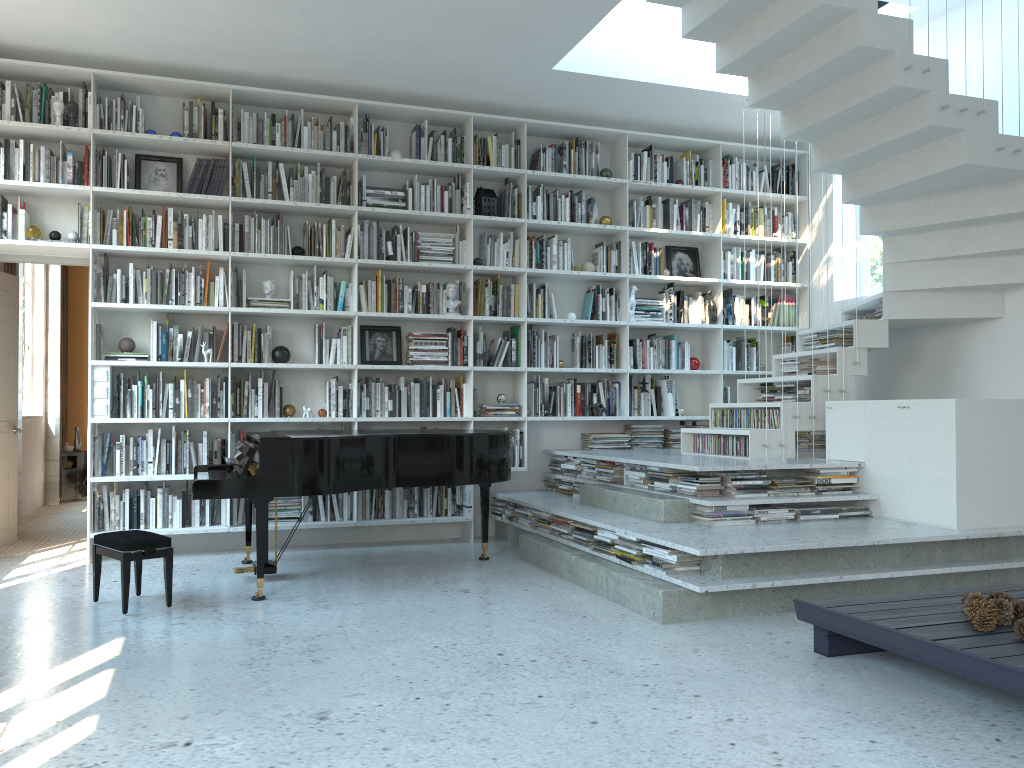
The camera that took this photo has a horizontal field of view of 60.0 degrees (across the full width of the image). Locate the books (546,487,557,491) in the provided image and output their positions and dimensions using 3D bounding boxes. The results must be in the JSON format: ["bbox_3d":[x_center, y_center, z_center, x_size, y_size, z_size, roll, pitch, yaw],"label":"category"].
[{"bbox_3d":[0.372,0.809,6.836,0.163,0.019,0.187,1,-2,-20],"label":"books"}]

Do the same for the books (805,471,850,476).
[{"bbox_3d":[1.843,0.521,5.193,0.192,0.024,0.167,0,-2,-14],"label":"books"}]

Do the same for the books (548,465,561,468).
[{"bbox_3d":[0.412,0.630,6.817,0.179,0.012,0.261,1,-2,-19],"label":"books"}]

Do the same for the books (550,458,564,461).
[{"bbox_3d":[0.415,0.578,6.819,0.167,0.008,0.234,1,-2,-20],"label":"books"}]

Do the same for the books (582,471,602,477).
[{"bbox_3d":[0.609,0.631,6.255,0.164,0.023,0.242,0,-2,-15],"label":"books"}]

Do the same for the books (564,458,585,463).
[{"bbox_3d":[0.514,0.563,6.545,0.163,0.018,0.290,1,-2,-20],"label":"books"}]

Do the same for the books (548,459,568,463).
[{"bbox_3d":[0.406,0.589,6.815,0.171,0.015,0.253,1,-2,-24],"label":"books"}]

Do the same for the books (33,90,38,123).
[{"bbox_3d":[-3.059,-1.742,5.711,0.030,0.257,0.130,0,-1,-19],"label":"books"}]

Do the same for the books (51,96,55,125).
[{"bbox_3d":[-2.956,-1.726,5.738,0.021,0.226,0.156,0,-1,-19],"label":"books"}]

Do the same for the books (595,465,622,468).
[{"bbox_3d":[0.700,0.555,5.983,0.187,0.009,0.261,1,-2,-20],"label":"books"}]

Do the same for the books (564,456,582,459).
[{"bbox_3d":[0.505,0.538,6.543,0.171,0.020,0.193,1,-2,-24],"label":"books"}]

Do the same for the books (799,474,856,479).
[{"bbox_3d":[1.845,0.539,5.186,0.261,0.012,0.179,0,-2,-15],"label":"books"}]

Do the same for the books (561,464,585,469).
[{"bbox_3d":[0.498,0.606,6.539,0.189,0.030,0.237,1,-2,-22],"label":"books"}]

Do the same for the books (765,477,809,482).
[{"bbox_3d":[1.562,0.546,5.090,0.203,0.011,0.173,1,-2,-24],"label":"books"}]

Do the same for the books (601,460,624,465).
[{"bbox_3d":[0.714,0.524,5.989,0.139,0.028,0.262,0,-2,-14],"label":"books"}]

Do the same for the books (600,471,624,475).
[{"bbox_3d":[0.711,0.598,5.986,0.159,0.018,0.203,1,-2,-21],"label":"books"}]

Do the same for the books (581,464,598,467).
[{"bbox_3d":[0.613,0.572,6.257,0.167,0.008,0.234,1,-2,-20],"label":"books"}]

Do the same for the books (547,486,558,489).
[{"bbox_3d":[0.372,0.798,6.836,0.144,0.005,0.257,0,-2,-14],"label":"books"}]

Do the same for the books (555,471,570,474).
[{"bbox_3d":[0.429,0.678,6.822,0.134,0.014,0.181,1,-2,-22],"label":"books"}]

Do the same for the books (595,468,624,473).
[{"bbox_3d":[0.703,0.580,5.984,0.179,0.017,0.293,0,-2,-18],"label":"books"}]

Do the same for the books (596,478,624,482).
[{"bbox_3d":[0.696,0.643,5.980,0.182,0.011,0.253,0,-2,-15],"label":"books"}]

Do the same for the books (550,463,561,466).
[{"bbox_3d":[0.418,0.620,6.819,0.156,0.009,0.287,1,-2,-21],"label":"books"}]

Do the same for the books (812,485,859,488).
[{"bbox_3d":[1.846,0.593,5.182,0.281,0.008,0.181,0,-2,-14],"label":"books"}]

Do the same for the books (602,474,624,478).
[{"bbox_3d":[0.723,0.615,5.990,0.138,0.017,0.237,1,-2,-20],"label":"books"}]

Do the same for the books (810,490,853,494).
[{"bbox_3d":[1.843,0.627,5.190,0.220,0.011,0.177,1,-2,-21],"label":"books"}]

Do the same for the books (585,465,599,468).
[{"bbox_3d":[0.621,0.582,6.260,0.144,0.013,0.220,0,-2,-16],"label":"books"}]

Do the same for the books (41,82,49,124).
[{"bbox_3d":[-3.016,-1.771,5.722,0.029,0.314,0.129,0,-1,-19],"label":"books"}]

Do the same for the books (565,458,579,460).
[{"bbox_3d":[0.515,0.551,6.546,0.159,0.007,0.285,1,-2,-20],"label":"books"}]

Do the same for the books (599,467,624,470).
[{"bbox_3d":[0.706,0.566,5.985,0.161,0.012,0.254,0,-2,-15],"label":"books"}]

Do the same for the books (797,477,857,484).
[{"bbox_3d":[1.842,0.560,5.193,0.284,0.030,0.177,0,-2,-18],"label":"books"}]

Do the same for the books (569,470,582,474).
[{"bbox_3d":[0.527,0.649,6.548,0.131,0.021,0.240,0,-2,-17],"label":"books"}]

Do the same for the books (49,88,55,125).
[{"bbox_3d":[-2.973,-1.751,5.733,0.013,0.275,0.158,0,-1,-19],"label":"books"}]

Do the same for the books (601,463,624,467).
[{"bbox_3d":[0.724,0.545,5.992,0.128,0.013,0.296,1,-2,-21],"label":"books"}]

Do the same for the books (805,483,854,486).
[{"bbox_3d":[1.840,0.582,5.201,0.268,0.014,0.160,1,-2,-20],"label":"books"}]

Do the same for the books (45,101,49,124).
[{"bbox_3d":[-2.988,-1.707,5.720,0.024,0.187,0.159,0,-1,-19],"label":"books"}]

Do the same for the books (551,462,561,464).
[{"bbox_3d":[0.426,0.612,6.822,0.145,0.008,0.298,1,-2,-20],"label":"books"}]

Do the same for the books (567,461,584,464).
[{"bbox_3d":[0.515,0.578,6.545,0.143,0.012,0.264,0,-2,-14],"label":"books"}]

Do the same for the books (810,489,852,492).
[{"bbox_3d":[1.840,0.617,5.200,0.259,0.009,0.152,1,-2,-22],"label":"books"}]

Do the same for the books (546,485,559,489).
[{"bbox_3d":[0.381,0.788,6.839,0.147,0.014,0.292,1,-2,-19],"label":"books"}]

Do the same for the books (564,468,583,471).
[{"bbox_3d":[0.512,0.625,6.543,0.163,0.008,0.295,1,-2,-21],"label":"books"}]

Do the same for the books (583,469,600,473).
[{"bbox_3d":[0.620,0.611,6.259,0.154,0.018,0.221,1,-2,-20],"label":"books"}]

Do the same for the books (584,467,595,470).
[{"bbox_3d":[0.624,0.595,6.260,0.150,0.013,0.215,1,-2,-19],"label":"books"}]

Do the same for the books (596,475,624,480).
[{"bbox_3d":[0.702,0.630,5.983,0.178,0.014,0.247,1,-2,-21],"label":"books"}]

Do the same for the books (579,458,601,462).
[{"bbox_3d":[0.607,0.537,6.256,0.165,0.015,0.243,1,-2,-24],"label":"books"}]

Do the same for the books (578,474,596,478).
[{"bbox_3d":[0.601,0.648,6.251,0.190,0.012,0.235,1,-2,-21],"label":"books"}]

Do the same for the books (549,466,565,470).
[{"bbox_3d":[0.408,0.645,6.815,0.175,0.017,0.265,0,-2,-16],"label":"books"}]

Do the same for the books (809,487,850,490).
[{"bbox_3d":[1.838,0.606,5.205,0.262,0.016,0.132,1,-2,-24],"label":"books"}]

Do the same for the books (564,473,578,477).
[{"bbox_3d":[0.510,0.668,6.542,0.173,0.017,0.233,1,-2,-20],"label":"books"}]

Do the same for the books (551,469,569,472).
[{"bbox_3d":[0.416,0.662,6.817,0.163,0.017,0.232,0,-2,-17],"label":"books"}]

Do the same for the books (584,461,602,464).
[{"bbox_3d":[0.619,0.551,6.260,0.149,0.013,0.220,0,-2,-16],"label":"books"}]

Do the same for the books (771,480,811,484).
[{"bbox_3d":[1.560,0.558,5.096,0.245,0.013,0.172,1,-2,-20],"label":"books"}]

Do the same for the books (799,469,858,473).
[{"bbox_3d":[1.846,0.502,5.183,0.285,0.013,0.181,1,-2,-24],"label":"books"}]

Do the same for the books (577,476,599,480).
[{"bbox_3d":[0.605,0.661,6.253,0.183,0.012,0.296,1,-2,-20],"label":"books"}]

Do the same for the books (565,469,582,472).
[{"bbox_3d":[0.515,0.634,6.544,0.152,0.009,0.259,1,-2,-22],"label":"books"}]

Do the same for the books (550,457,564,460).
[{"bbox_3d":[0.415,0.568,6.819,0.159,0.011,0.246,1,-2,-22],"label":"books"}]

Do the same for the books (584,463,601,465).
[{"bbox_3d":[0.619,0.563,6.259,0.160,0.010,0.179,1,-2,-19],"label":"books"}]

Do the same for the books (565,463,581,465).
[{"bbox_3d":[0.509,0.588,6.543,0.171,0.007,0.206,0,-2,-17],"label":"books"}]

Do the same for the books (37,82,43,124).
[{"bbox_3d":[-3.033,-1.766,5.705,0.014,0.304,0.145,0,-1,-19],"label":"books"}]
